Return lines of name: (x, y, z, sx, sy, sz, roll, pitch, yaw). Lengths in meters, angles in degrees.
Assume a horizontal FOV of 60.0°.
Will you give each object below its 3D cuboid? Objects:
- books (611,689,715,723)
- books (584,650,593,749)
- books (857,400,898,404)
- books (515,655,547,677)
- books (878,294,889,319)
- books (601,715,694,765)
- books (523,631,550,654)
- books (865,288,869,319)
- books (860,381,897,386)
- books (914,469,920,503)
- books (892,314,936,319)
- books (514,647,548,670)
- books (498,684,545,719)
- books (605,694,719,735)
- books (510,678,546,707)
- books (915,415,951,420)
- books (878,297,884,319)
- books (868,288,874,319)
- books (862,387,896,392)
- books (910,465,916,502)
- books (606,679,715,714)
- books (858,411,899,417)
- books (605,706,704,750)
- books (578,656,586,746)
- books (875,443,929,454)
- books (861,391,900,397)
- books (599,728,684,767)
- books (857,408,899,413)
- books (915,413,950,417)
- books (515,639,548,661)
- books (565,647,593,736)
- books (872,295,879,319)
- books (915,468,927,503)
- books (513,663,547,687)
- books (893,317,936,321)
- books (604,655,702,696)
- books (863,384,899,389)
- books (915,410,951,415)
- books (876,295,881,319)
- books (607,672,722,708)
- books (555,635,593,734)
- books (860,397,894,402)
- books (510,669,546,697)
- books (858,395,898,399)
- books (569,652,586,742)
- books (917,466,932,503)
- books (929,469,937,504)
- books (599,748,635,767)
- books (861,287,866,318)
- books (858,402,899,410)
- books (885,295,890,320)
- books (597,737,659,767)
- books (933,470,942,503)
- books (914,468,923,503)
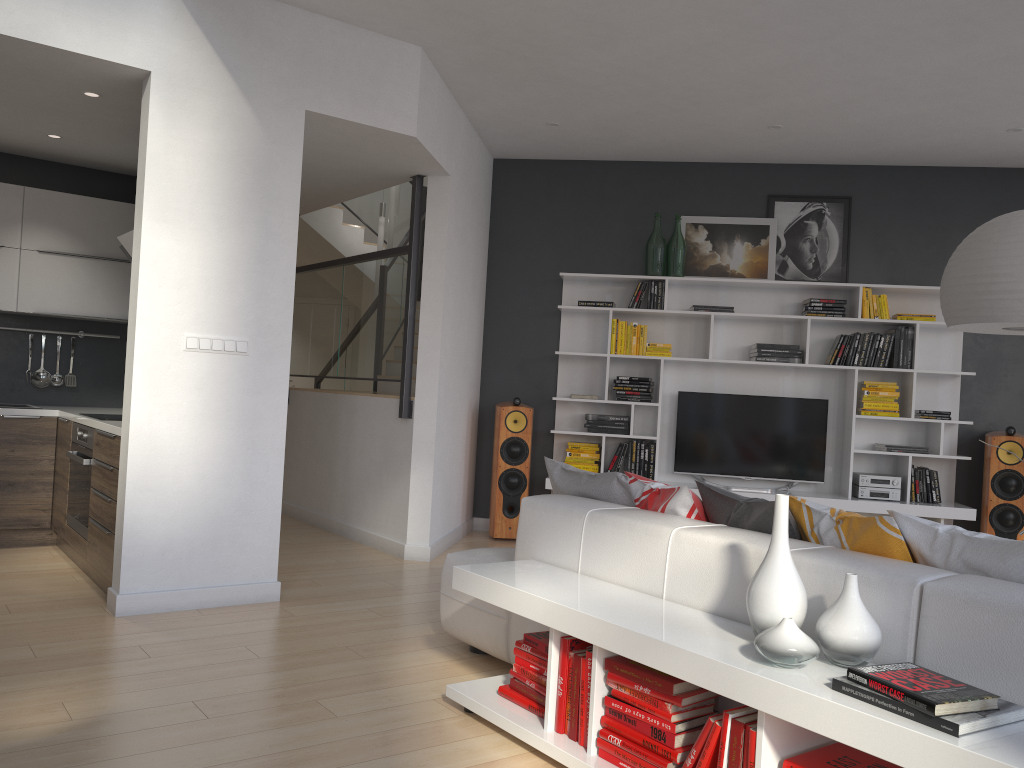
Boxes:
books: (0.430, 0.905, 2.534, 0.178, 0.023, 0.236, 4, -1, -36)
books: (0.313, 0.945, 2.697, 0.214, 0.291, 0.049, 4, -1, -36)
books: (2.698, 0.135, 6.554, 0.251, 0.014, 0.189, 3, 0, 12)
books: (0.164, 0.955, 3.005, 0.191, 0.028, 0.261, 4, -1, -36)
books: (2.706, -0.556, 6.480, 0.064, 0.184, 0.141, 3, 0, 10)
books: (0.440, 0.999, 2.546, 0.227, 0.032, 0.301, 4, -1, -36)
books: (0.156, 0.874, 2.985, 0.152, 0.029, 0.206, 4, -1, -30)
books: (2.588, -0.583, 6.516, 0.041, 0.224, 0.163, 3, 0, 7)
books: (2.714, -0.002, 6.571, 0.223, 0.023, 0.163, 3, 0, 13)
books: (2.926, 0.735, 6.462, 0.053, 0.240, 0.189, 3, 0, 9)
books: (2.937, -0.490, 6.494, 0.257, 0.024, 0.203, 3, 0, 12)
books: (0.154, 0.927, 2.993, 0.179, 0.028, 0.269, 4, -1, -35)
books: (0.132, 1.067, 3.001, 0.227, 0.032, 0.301, 4, -1, -36)
books: (0.426, 0.930, 2.544, 0.191, 0.027, 0.261, 4, -1, -40)
books: (0.150, 1.035, 2.993, 0.206, 0.034, 0.259, 4, -1, -33)
books: (3.048, 0.244, 6.429, 0.213, 0.023, 0.161, 3, 0, 12)
books: (2.680, -0.545, 6.469, 0.046, 0.161, 0.108, 3, 0, 8)
books: (2.619, -0.581, 6.520, 0.054, 0.224, 0.164, 3, 0, 8)
books: (2.710, 0.044, 6.552, 0.227, 0.022, 0.160, 3, -1, 24)
books: (2.896, 0.718, 6.470, 0.053, 0.268, 0.202, 3, 0, 8)
books: (0.427, 0.881, 2.555, 0.182, 0.025, 0.257, 4, -1, -36)
books: (2.694, 0.222, 6.526, 0.257, 0.028, 0.194, 3, 0, 14)
books: (0.439, 0.964, 2.552, 0.206, 0.039, 0.279, 4, -1, -35)
books: (0.288, 0.960, 2.722, 0.195, 0.259, 0.042, 4, -1, -36)
books: (2.852, 0.473, 6.501, 0.310, 0.047, 0.250, 3, 0, 4)
books: (2.714, 0.073, 6.548, 0.239, 0.033, 0.176, 3, 0, 12)
books: (0.407, 1.025, 2.527, 0.187, 0.026, 0.266, 4, -1, -37)
books: (2.694, 0.196, 6.535, 0.257, 0.024, 0.203, 3, 0, 12)
books: (3.049, 0.225, 6.432, 0.198, 0.015, 0.142, 3, 0, 7)
books: (0.158, 0.901, 2.997, 0.178, 0.025, 0.254, 4, -1, -37)
books: (0.252, 0.960, 2.785, 0.181, 0.255, 0.031, 4, -1, -36)
books: (2.645, -0.557, 6.494, 0.054, 0.180, 0.132, 3, 0, 9)
books: (2.970, 0.735, 6.440, 0.050, 0.242, 0.169, 3, 0, 8)
books: (0.152, 0.979, 2.992, 0.182, 0.025, 0.257, 4, -1, -36)
books: (2.938, -0.464, 6.485, 0.257, 0.028, 0.194, 3, 0, 14)
books: (0.432, 0.826, 2.555, 0.206, 0.034, 0.259, 4, -1, -39)
books: (2.719, 0.022, 6.547, 0.223, 0.023, 0.163, 3, 0, 13)
books: (3.055, 0.206, 6.447, 0.213, 0.023, 0.161, 3, 0, 12)
books: (2.664, -0.556, 6.484, 0.044, 0.178, 0.128, 3, 0, 8)
books: (0.434, 0.856, 2.535, 0.187, 0.026, 0.266, 4, -1, -42)
books: (0.230, 0.941, 2.812, 0.208, 0.294, 0.036, 4, -1, -36)
books: (2.687, 0.117, 6.536, 0.217, 0.023, 0.145, 3, 0, 13)
books: (0.139, 1.004, 2.996, 0.187, 0.026, 0.266, 4, -1, -31)
books: (2.703, 0.098, 6.552, 0.239, 0.019, 0.171, 3, 0, 9)
books: (0.273, 0.960, 2.759, 0.207, 0.259, 0.034, 4, -1, -36)
books: (3.000, 0.731, 6.447, 0.066, 0.255, 0.193, 3, 0, 8)
books: (3.028, 0.739, 6.435, 0.066, 0.242, 0.177, 3, 0, 8)
books: (0.414, 1.081, 2.536, 0.200, 0.029, 0.274, 4, -1, -36)
books: (2.563, -0.586, 6.501, 0.041, 0.229, 0.161, 3, 0, 7)
books: (2.697, 0.163, 6.540, 0.243, 0.042, 0.189, 3, 0, 9)
books: (2.730, -0.555, 6.485, 0.044, 0.184, 0.142, 3, 0, 9)
books: (0.403, 1.052, 2.523, 0.188, 0.030, 0.282, 4, -1, -35)
books: (3.066, 0.745, 6.461, 0.077, 0.233, 0.179, 3, 0, 9)
books: (2.949, 0.737, 6.451, 0.049, 0.236, 0.170, 3, 0, 9)
